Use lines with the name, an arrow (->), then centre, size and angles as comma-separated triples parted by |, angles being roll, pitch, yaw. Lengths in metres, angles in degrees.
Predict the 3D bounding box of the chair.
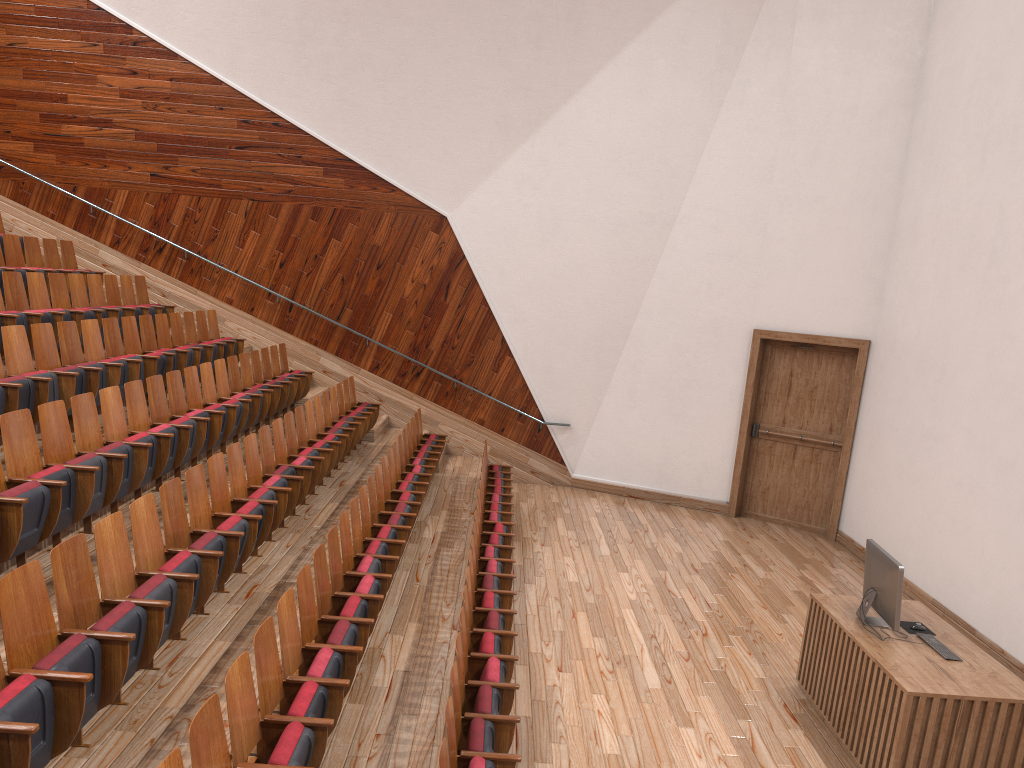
chair -> -0.369, -0.001, 0.463 | 0.770, 0.382, 1.156 | 5, 7, -1

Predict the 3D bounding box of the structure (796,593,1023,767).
structure -> 0.247, 0.195, 0.556 | 0.078, 0.072, 0.153 | 4, 8, -1

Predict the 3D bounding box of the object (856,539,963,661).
object -> 0.248, 0.133, 0.556 | 0.041, 0.049, 0.087 | 4, 8, -1

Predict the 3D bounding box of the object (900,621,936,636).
object -> 0.261, 0.158, 0.568 | 0.018, 0.001, 0.022 | 5, 6, -1

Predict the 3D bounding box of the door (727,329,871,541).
door -> 0.348, 0.060, 1.073 | 0.138, 0.246, 0.024 | 13, 16, 36
